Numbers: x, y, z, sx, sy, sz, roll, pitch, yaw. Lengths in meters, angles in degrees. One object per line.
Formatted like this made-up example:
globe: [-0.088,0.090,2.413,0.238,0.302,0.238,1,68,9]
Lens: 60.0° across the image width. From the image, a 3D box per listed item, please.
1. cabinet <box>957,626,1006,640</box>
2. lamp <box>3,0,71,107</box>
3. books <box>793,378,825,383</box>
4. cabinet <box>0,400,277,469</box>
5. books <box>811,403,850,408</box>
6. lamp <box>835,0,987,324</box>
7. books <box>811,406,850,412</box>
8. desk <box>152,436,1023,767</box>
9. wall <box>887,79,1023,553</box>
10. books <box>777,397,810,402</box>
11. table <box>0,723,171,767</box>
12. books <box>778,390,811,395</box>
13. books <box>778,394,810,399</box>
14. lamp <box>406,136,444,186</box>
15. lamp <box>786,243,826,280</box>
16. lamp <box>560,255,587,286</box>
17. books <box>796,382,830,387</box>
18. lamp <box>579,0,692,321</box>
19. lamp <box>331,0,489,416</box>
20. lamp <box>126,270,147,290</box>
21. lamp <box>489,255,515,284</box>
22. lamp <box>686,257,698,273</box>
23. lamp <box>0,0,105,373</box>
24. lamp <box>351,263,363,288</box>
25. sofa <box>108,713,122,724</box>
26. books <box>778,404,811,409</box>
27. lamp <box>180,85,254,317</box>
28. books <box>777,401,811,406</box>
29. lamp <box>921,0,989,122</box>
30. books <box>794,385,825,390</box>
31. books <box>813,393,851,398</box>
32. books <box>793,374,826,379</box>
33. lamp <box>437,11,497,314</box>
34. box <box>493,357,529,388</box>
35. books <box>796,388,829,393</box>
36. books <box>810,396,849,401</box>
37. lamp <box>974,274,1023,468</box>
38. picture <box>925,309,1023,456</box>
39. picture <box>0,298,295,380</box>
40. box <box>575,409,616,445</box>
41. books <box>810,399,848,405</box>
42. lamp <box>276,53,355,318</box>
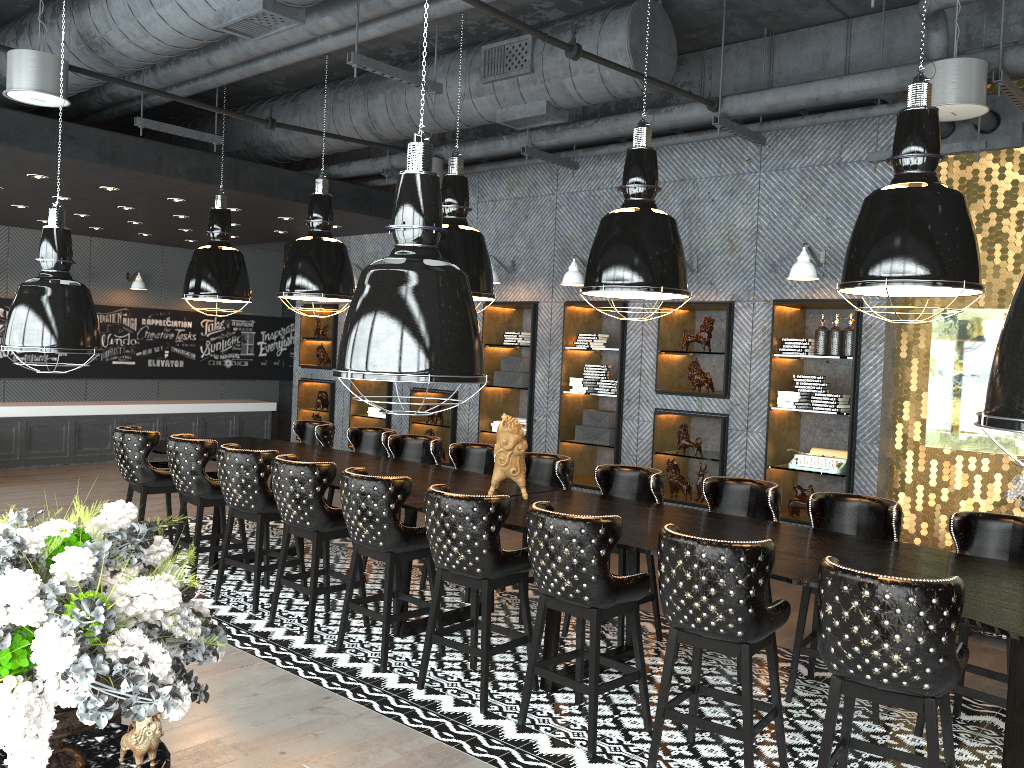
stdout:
cabinet: [3.746,1.414,5.950,1.386,0.738,0.710,4,2,41]
lamp: [-2.989,-2.322,5.612,0.380,1.045,0.382,3,1,9]
books: [2.479,-0.031,7.407,0.245,0.028,0.193,3,2,21]
cabinet: [-4.956,0.842,10.114,6.313,0.826,8.419,4,3,41]
books: [2.618,0.176,7.285,0.193,0.028,0.245,1,2,-36]
lamp: [1.827,-1.426,3.959,0.621,2.302,0.621,2,1,-4]
books: [2.617,0.205,7.285,0.245,0.028,0.193,4,3,42]
desk: [-0.071,1.167,5.548,7.597,0.927,1.433,4,2,41]
wall: [3.879,-0.392,6.365,2.446,4.381,0.024,4,2,41]
books: [2.377,0.131,7.471,0.193,0.028,0.245,4,3,43]
table: [-1.183,1.329,2.246,0.572,0.726,0.572,3,2,5]
books: [2.373,0.075,7.462,0.193,0.028,0.245,4,3,39]
books: [2.373,0.103,7.463,0.193,0.028,0.245,4,2,36]
lamp: [-0.786,-2.312,8.128,0.380,1.045,0.382,2,2,-22]
lamp: [2.378,-0.961,6.983,0.489,0.287,0.244,1,2,-33]
lamp: [0.687,-1.078,8.466,0.489,0.287,0.244,1,2,-33]
books: [2.505,-0.001,7.392,0.245,0.028,0.193,3,2,11]
lamp: [0.730,-1.507,4.920,0.621,2.302,0.621,2,1,-4]
lamp: [-0.210,-1.004,2.188,0.391,2.160,0.391,2,1,-4]
lamp: [-5.685,-1.575,13.458,0.243,0.287,0.490,1,2,-33]
lamp: [-0.130,-1.182,9.183,0.489,0.287,0.244,1,2,-33]
lamp: [1.505,-1.016,7.749,0.489,0.287,0.244,1,2,-33]
lamp: [-1.845,-1.125,3.621,0.391,2.160,0.391,2,1,-4]
lamp: [-1.821,-1.300,10.664,0.489,0.287,0.244,1,2,-33]
sofa: [-2.559,1.179,3.157,2.567,0.838,1.239,4,2,41]
books: [2.393,0.188,7.478,0.245,0.028,0.193,1,2,-34]
lamp: [-2.560,-1.750,7.804,0.621,2.302,0.621,2,1,-4]
books: [2.376,0.161,7.427,0.245,0.028,0.193,1,2,-28]
lamp: [2.530,-2.061,5.047,0.381,1.045,0.380,1,2,-38]
books: [2.468,0.026,7.367,0.245,0.028,0.193,3,2,17]
books: [2.636,0.092,7.297,0.245,0.028,0.193,4,3,40]
books: [2.483,-0.059,7.411,0.245,0.028,0.193,3,2,12]
lamp: [-0.366,-1.588,5.882,0.621,2.302,0.621,2,1,-4]
box: [0.024,-0.131,9.555,0.419,0.315,0.298,4,2,41]
books: [2.512,0.055,7.404,0.245,0.028,0.193,3,2,24]
books: [2.619,0.119,7.311,0.193,0.028,0.245,1,3,-43]
lamp: [0.906,-0.918,1.210,0.391,2.153,0.391,2,1,-4]
picture: [3.829,-0.004,6.368,1.574,1.073,0.022,4,2,41]
picture: [-5.876,-0.634,13.746,0.200,1.103,12.464,4,2,41]
box: [0.850,0.425,8.840,0.419,0.315,0.323,4,2,41]
books: [2.612,0.147,7.304,0.245,0.028,0.193,4,3,43]
lamp: [-1.463,-1.669,6.843,0.621,2.302,0.621,2,1,-4]
